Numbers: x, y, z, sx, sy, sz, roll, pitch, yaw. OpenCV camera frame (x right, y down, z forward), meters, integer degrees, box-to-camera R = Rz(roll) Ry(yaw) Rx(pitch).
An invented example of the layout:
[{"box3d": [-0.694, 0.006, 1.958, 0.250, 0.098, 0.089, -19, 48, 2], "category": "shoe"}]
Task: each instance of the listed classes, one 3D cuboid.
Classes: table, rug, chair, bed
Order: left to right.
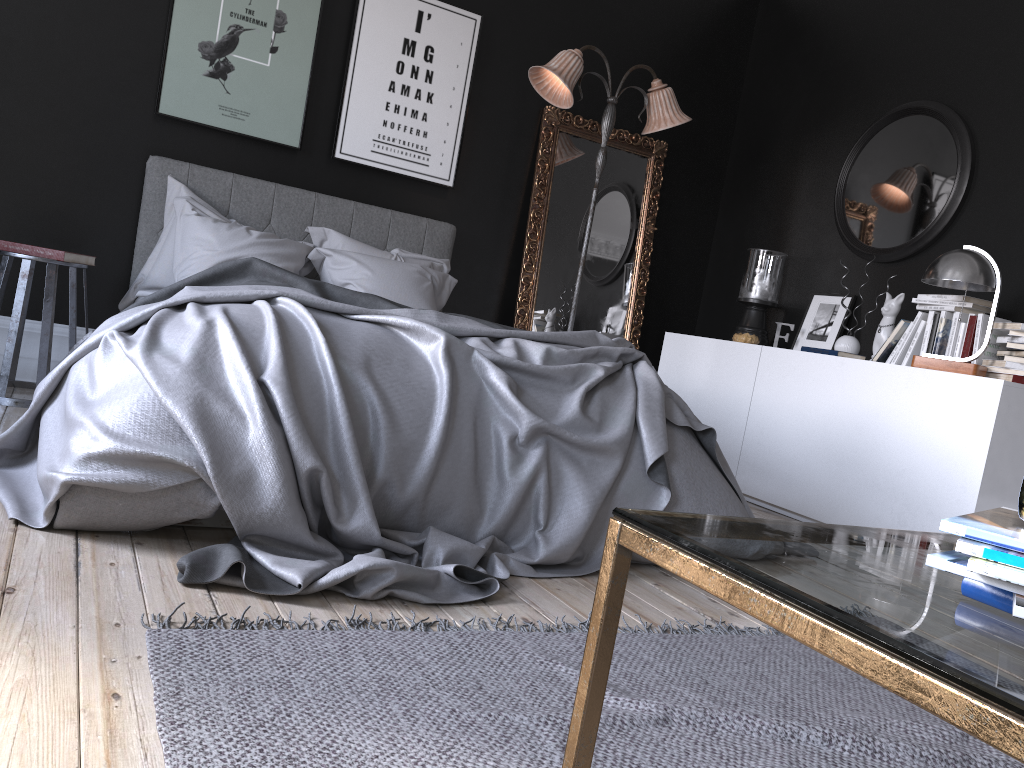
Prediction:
[{"box3d": [-2.266, -0.266, 4.189, 0.612, 0.674, 0.613, 11, 4, 17], "category": "chair"}, {"box3d": [-0.679, -0.278, 3.805, 2.768, 1.300, 3.275, 7, 5, -39], "category": "bed"}, {"box3d": [0.924, 0.852, 0.738, 2.108, 0.050, 3.635, 8, 4, -27], "category": "rug"}, {"box3d": [0.859, 0.577, 0.605, 1.094, 0.559, 1.445, 8, 4, -27], "category": "table"}]

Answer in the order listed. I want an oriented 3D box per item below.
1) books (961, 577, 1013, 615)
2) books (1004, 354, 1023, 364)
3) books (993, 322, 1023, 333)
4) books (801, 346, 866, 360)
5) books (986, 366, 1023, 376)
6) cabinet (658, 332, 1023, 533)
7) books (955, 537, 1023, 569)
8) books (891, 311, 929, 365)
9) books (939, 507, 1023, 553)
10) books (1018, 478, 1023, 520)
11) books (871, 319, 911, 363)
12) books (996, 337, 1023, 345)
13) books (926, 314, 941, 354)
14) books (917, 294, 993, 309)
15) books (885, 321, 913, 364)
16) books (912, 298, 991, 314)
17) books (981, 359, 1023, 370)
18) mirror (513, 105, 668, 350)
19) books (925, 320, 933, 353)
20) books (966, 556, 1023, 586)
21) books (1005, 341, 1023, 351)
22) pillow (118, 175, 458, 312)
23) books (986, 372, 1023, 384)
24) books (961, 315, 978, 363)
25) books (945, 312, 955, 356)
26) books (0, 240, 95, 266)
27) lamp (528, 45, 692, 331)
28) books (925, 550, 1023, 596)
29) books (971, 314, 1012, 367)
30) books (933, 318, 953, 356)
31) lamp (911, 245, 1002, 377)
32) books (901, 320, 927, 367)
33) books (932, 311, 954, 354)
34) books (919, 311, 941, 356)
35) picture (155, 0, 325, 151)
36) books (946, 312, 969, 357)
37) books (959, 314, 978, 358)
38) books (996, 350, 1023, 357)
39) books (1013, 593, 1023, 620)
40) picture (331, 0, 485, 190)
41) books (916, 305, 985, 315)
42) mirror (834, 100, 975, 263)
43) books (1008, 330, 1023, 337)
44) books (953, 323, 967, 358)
[{"box3d": [0.538, 0.211, 0.755, 0.163, 0.023, 0.231, 8, 4, -27], "category": "books"}, {"box3d": [2.366, -0.095, 4.046, 0.202, 0.029, 0.269, 13, 4, 33], "category": "books"}, {"box3d": [2.376, -0.237, 4.026, 0.306, 0.030, 0.220, 10, 4, -7], "category": "books"}, {"box3d": [1.702, -0.161, 4.699, 0.193, 0.030, 0.289, 9, 4, -22], "category": "books"}, {"box3d": [2.353, -0.036, 4.016, 0.319, 0.025, 0.228, 9, 4, -17], "category": "books"}, {"box3d": [1.710, 0.290, 4.944, 0.571, 0.884, 2.390, 8, 4, -27], "category": "cabinet"}, {"box3d": [0.560, 0.166, 0.734, 0.318, 0.011, 0.253, 13, 4, 34], "category": "books"}, {"box3d": [2.111, -0.215, 4.584, 0.220, 0.296, 0.126, 8, 5, -27], "category": "books"}, {"box3d": [0.559, 0.155, 0.741, 0.317, 0.011, 0.253, 13, 5, 39], "category": "books"}, {"box3d": [0.604, 0.154, 0.673, 0.322, 0.109, 0.272, 11, 4, 8], "category": "books"}, {"box3d": [2.042, -0.207, 4.652, 0.203, 0.247, 0.158, 8, 5, -27], "category": "books"}, {"box3d": [2.389, -0.181, 4.031, 0.220, 0.030, 0.306, 10, 4, 3], "category": "books"}, {"box3d": [2.157, -0.193, 4.437, 0.193, 0.290, 0.030, 8, 5, -28], "category": "books"}, {"box3d": [2.235, -0.415, 4.456, 0.221, 0.030, 0.306, 9, 4, -17], "category": "books"}, {"box3d": [2.086, -0.196, 4.630, 0.195, 0.245, 0.132, 8, 5, -27], "category": "books"}, {"box3d": [2.207, -0.391, 4.444, 0.220, 0.024, 0.306, 7, 5, -37], "category": "books"}, {"box3d": [2.353, -0.067, 4.041, 0.318, 0.031, 0.229, 10, 4, 3], "category": "books"}, {"box3d": [0.502, -0.662, 5.983, 0.992, 2.195, 0.253, 8, 5, -27], "category": "mirror"}, {"box3d": [2.164, -0.179, 4.475, 0.195, 0.259, 0.026, 8, 5, -27], "category": "books"}, {"box3d": [0.560, 0.178, 0.716, 0.318, 0.011, 0.253, 13, 4, 34], "category": "books"}, {"box3d": [2.376, -0.153, 4.035, 0.192, 0.030, 0.290, 13, 5, 37], "category": "books"}, {"box3d": [-1.084, -0.605, 4.800, 1.832, 0.761, 0.678, 8, 5, -27], "category": "pillow"}, {"box3d": [2.342, -0.005, 4.009, 0.295, 0.038, 0.234, 10, 4, 0], "category": "books"}, {"box3d": [2.267, -0.166, 4.273, 0.236, 0.296, 0.038, 8, 5, -27], "category": "books"}, {"box3d": [2.238, -0.184, 4.390, 0.221, 0.307, 0.030, 8, 5, -27], "category": "books"}, {"box3d": [-2.192, -0.616, 4.164, 0.346, 0.045, 0.275, 10, 4, 3], "category": "books"}, {"box3d": [0.427, -0.751, 5.332, 0.986, 2.415, 0.771, 11, 5, 5], "category": "lamp"}, {"box3d": [0.549, 0.186, 0.730, 0.317, 0.011, 0.253, 14, 5, 44], "category": "books"}, {"box3d": [2.285, -0.166, 4.234, 0.220, 0.308, 0.050, 8, 5, -27], "category": "books"}, {"box3d": [2.164, -0.177, 4.384, 0.205, 0.270, 0.029, 8, 5, -27], "category": "books"}, {"box3d": [2.047, -0.344, 4.089, 0.340, 0.591, 0.329, 14, 6, 43], "category": "lamp"}, {"box3d": [2.123, -0.190, 4.557, 0.195, 0.256, 0.091, 8, 5, -27], "category": "books"}, {"box3d": [2.191, -0.195, 4.423, 0.220, 0.308, 0.024, 8, 5, -27], "category": "books"}, {"box3d": [2.177, -0.203, 4.514, 0.221, 0.307, 0.030, 8, 5, -27], "category": "books"}, {"box3d": [-1.469, -1.922, 4.880, 0.792, 1.080, 0.014, 8, 5, -27], "category": "picture"}, {"box3d": [2.226, -0.184, 4.353, 0.220, 0.308, 0.024, 8, 5, -27], "category": "books"}, {"box3d": [2.275, -0.172, 4.315, 0.221, 0.307, 0.030, 8, 5, -27], "category": "books"}, {"box3d": [2.374, -0.124, 4.052, 0.193, 0.030, 0.289, 10, 4, 4], "category": "books"}, {"box3d": [0.574, 0.204, 0.697, 0.318, 0.011, 0.252, 12, 4, 29], "category": "books"}, {"box3d": [-0.615, -1.797, 5.325, 0.792, 1.080, 0.014, 8, 5, -27], "category": "picture"}, {"box3d": [2.201, -0.367, 4.453, 0.195, 0.026, 0.258, 9, 4, -17], "category": "books"}, {"box3d": [2.213, -1.159, 5.094, 0.061, 0.926, 0.922, 8, 5, -27], "category": "mirror"}, {"box3d": [2.410, -0.205, 4.041, 0.219, 0.024, 0.307, 13, 5, 38], "category": "books"}, {"box3d": [2.235, -0.157, 4.331, 0.195, 0.259, 0.026, 8, 5, -27], "category": "books"}]
